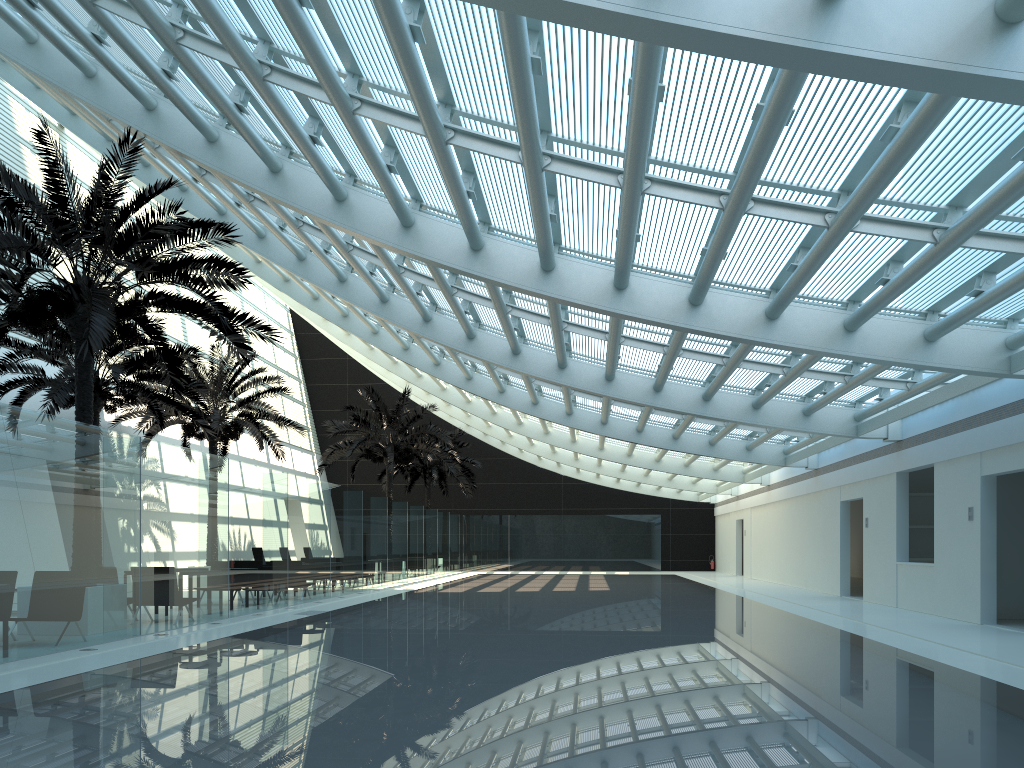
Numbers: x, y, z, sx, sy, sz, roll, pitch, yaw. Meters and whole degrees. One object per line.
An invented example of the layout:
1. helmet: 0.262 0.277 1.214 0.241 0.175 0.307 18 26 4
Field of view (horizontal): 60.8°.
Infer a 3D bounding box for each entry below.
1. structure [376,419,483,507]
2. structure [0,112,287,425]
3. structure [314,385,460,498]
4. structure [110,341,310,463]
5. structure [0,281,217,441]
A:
1. structure: -3.640 5.072 39.502 4.461 6.929 4.865 1 -4 -16
2. structure: -6.095 -0.024 12.119 4.830 6.931 4.491 -2 -3 24
3. structure: -4.392 3.552 31.331 4.823 6.931 4.497 0 -3 -1
4. structure: -8.401 2.282 24.177 4.306 6.807 4.669 -2 -4 39
5. structure: -8.732 1.189 18.137 4.646 6.747 4.326 1 -3 -16
